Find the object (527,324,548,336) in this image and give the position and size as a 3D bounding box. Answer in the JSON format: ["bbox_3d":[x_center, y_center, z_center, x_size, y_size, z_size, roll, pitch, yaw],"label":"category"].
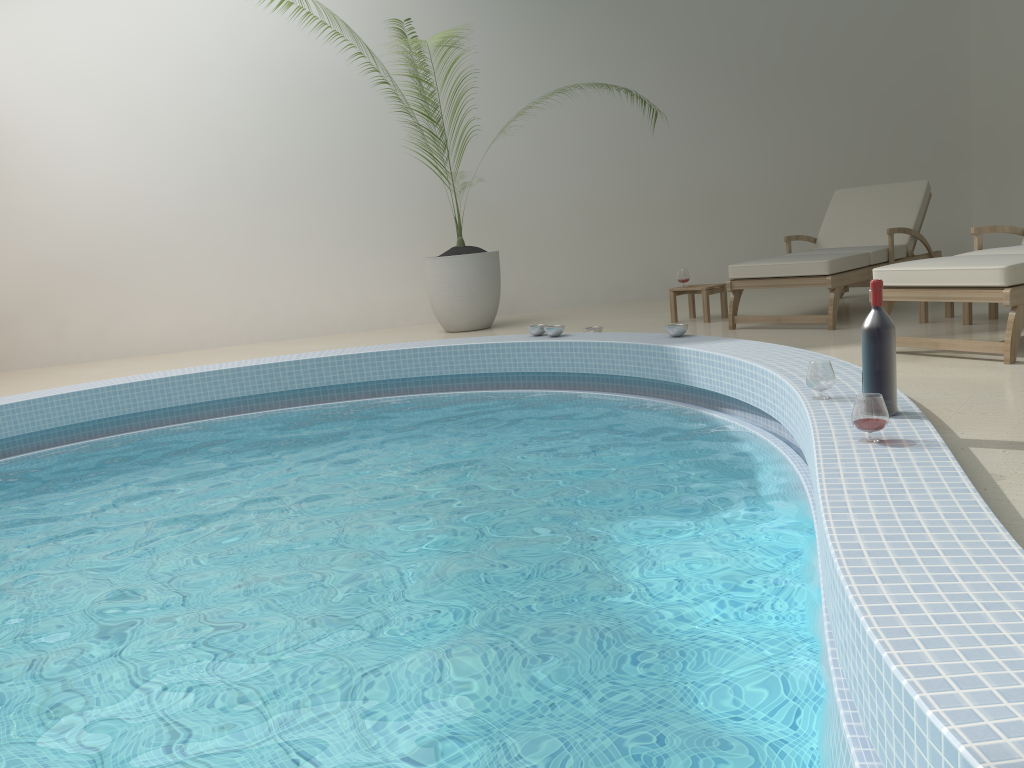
[{"bbox_3d":[0.174,-0.360,5.987,0.140,0.069,0.140,-13,12,-37],"label":"object"}]

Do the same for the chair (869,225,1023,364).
[{"bbox_3d":[2.770,-0.704,4.555,1.903,0.866,0.861,-11,11,-28],"label":"chair"}]

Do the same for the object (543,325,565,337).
[{"bbox_3d":[0.280,-0.346,5.838,0.140,0.069,0.140,-13,12,-37],"label":"object"}]

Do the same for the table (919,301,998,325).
[{"bbox_3d":[2.650,-0.502,5.270,0.283,0.255,0.320,-11,11,-28],"label":"table"}]

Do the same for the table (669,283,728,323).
[{"bbox_3d":[1.392,-0.603,6.615,0.320,0.255,0.283,4,13,44],"label":"table"}]

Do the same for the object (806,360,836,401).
[{"bbox_3d":[1.108,-0.015,3.183,0.102,0.137,0.102,-5,10,2],"label":"object"}]

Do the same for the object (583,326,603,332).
[{"bbox_3d":[0.572,-0.363,6.246,0.140,0.069,0.140,-13,12,-37],"label":"object"}]

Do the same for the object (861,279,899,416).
[{"bbox_3d":[1.174,-0.117,2.840,0.109,0.435,0.109,-1,11,27],"label":"object"}]

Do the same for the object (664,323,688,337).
[{"bbox_3d":[0.973,-0.314,5.237,0.140,0.069,0.140,-13,12,-37],"label":"object"}]

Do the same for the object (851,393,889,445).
[{"bbox_3d":[1.032,0.100,2.556,0.102,0.137,0.102,-5,10,2],"label":"object"}]

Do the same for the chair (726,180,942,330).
[{"bbox_3d":[2.320,-0.949,6.268,0.861,0.866,1.903,4,13,44],"label":"chair"}]

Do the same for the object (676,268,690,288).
[{"bbox_3d":[1.279,-0.792,6.621,0.102,0.137,0.102,-4,10,7],"label":"object"}]

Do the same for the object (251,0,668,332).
[{"bbox_3d":[-0.345,-1.936,7.355,2.979,2.960,2.729,-14,13,-42],"label":"object"}]
